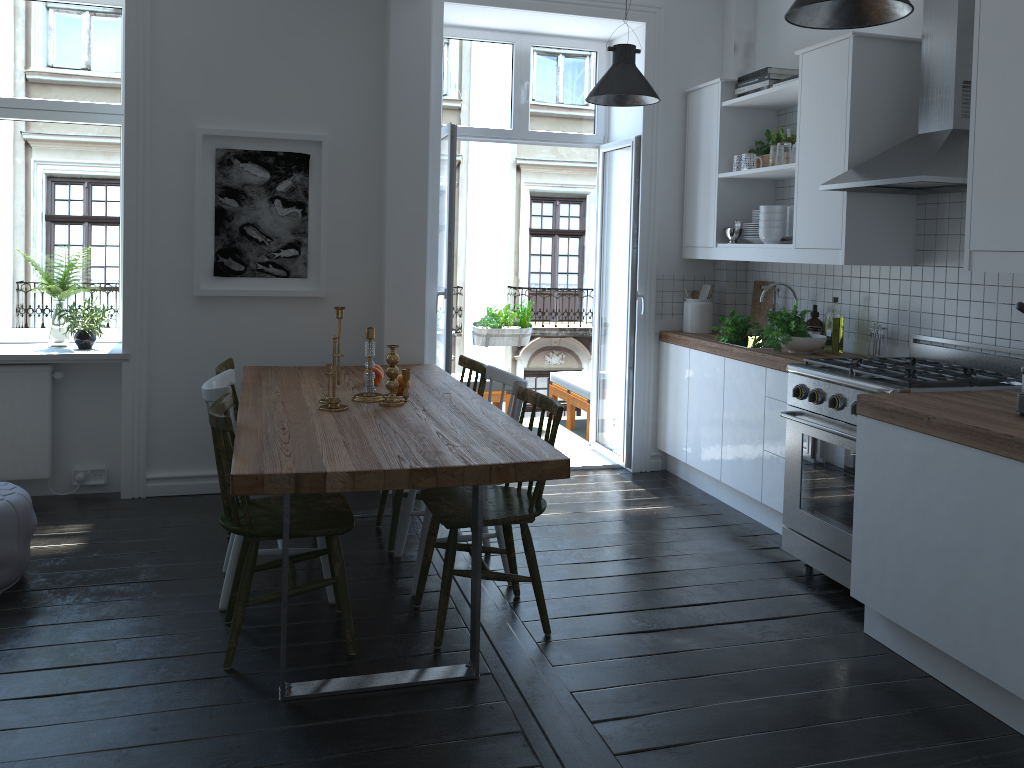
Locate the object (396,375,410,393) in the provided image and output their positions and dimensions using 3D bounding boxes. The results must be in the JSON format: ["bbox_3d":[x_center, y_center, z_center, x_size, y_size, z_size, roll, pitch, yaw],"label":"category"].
[{"bbox_3d":[-0.497,0.001,3.941,0.084,0.083,0.090,1,6,-4],"label":"object"}]

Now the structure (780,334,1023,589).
[{"bbox_3d":[1.599,0.336,3.657,0.722,1.014,0.706,0,5,-16],"label":"structure"}]

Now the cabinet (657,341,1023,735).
[{"bbox_3d":[1.480,0.375,4.046,0.729,0.807,3.219,1,8,-8],"label":"cabinet"}]

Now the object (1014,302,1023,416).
[{"bbox_3d":[1.711,-0.071,2.746,0.353,0.368,0.207,0,4,-16],"label":"object"}]

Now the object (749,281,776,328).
[{"bbox_3d":[1.494,-0.450,5.265,0.041,0.328,0.222,1,4,-16],"label":"object"}]

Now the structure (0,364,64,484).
[{"bbox_3d":[-2.858,0.218,4.459,1.064,0.625,0.073,-1,3,-16],"label":"structure"}]

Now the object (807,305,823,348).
[{"bbox_3d":[1.617,-0.309,4.709,0.085,0.229,0.085,4,4,39],"label":"object"}]

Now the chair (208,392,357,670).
[{"bbox_3d":[-0.795,0.471,3.034,0.485,0.822,0.471,0,4,-18],"label":"chair"}]

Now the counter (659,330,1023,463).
[{"bbox_3d":[1.433,-0.056,4.020,0.846,0.073,3.133,-1,9,-16],"label":"counter"}]

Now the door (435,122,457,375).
[{"bbox_3d":[-0.434,-0.511,5.272,0.105,2.015,0.589,1,3,-11],"label":"door"}]

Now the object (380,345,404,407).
[{"bbox_3d":[-0.494,-0.035,3.635,0.100,0.246,0.101,2,3,7],"label":"object"}]

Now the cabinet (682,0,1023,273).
[{"bbox_3d":[1.561,-0.348,3.704,0.780,2.352,3.830,1,7,-12],"label":"cabinet"}]

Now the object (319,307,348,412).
[{"bbox_3d":[-0.706,-0.101,3.503,0.114,0.408,0.114,3,3,36],"label":"object"}]

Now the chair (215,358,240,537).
[{"bbox_3d":[-1.084,0.319,3.962,0.485,0.823,0.471,0,4,-18],"label":"chair"}]

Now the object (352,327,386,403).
[{"bbox_3d":[-0.604,-0.085,3.739,0.141,0.309,0.141,3,4,26],"label":"object"}]

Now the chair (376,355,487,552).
[{"bbox_3d":[-0.368,0.305,4.167,0.485,0.822,0.471,0,4,-18],"label":"chair"}]

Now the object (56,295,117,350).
[{"bbox_3d":[-2.281,-0.334,4.728,0.284,0.293,0.288,0,6,-12],"label":"object"}]

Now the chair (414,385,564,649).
[{"bbox_3d":[-0.079,0.457,3.239,0.485,0.823,0.471,0,4,-18],"label":"chair"}]

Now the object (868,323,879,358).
[{"bbox_3d":[1.753,-0.209,4.257,0.059,0.172,0.059,1,3,-3],"label":"object"}]

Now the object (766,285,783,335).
[{"bbox_3d":[1.517,-0.413,5.077,0.098,0.316,0.098,1,3,-16],"label":"object"}]

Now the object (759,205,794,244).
[{"bbox_3d":[1.464,-0.851,4.706,0.309,0.215,0.151,-1,5,-18],"label":"object"}]

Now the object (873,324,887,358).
[{"bbox_3d":[1.750,-0.199,4.191,0.059,0.172,0.059,1,3,-3],"label":"object"}]

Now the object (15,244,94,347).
[{"bbox_3d":[-2.456,-0.482,4.789,0.394,0.563,0.329,5,5,37],"label":"object"}]

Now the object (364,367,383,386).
[{"bbox_3d":[-0.650,-0.035,4.127,0.091,0.087,0.084,2,5,10],"label":"object"}]

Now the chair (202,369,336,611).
[{"bbox_3d":[-0.964,0.388,3.485,0.509,0.838,0.470,0,4,-16],"label":"chair"}]

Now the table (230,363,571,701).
[{"bbox_3d":[-0.620,0.426,3.697,1.018,0.710,2.251,0,8,-16],"label":"table"}]

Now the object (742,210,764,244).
[{"bbox_3d":[1.451,-0.878,4.945,0.305,0.193,0.303,0,7,-15],"label":"object"}]

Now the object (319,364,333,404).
[{"bbox_3d":[-0.758,-0.003,3.652,0.080,0.159,0.080,4,4,31],"label":"object"}]

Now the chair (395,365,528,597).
[{"bbox_3d":[-0.199,0.372,3.715,0.509,0.838,0.470,0,4,-16],"label":"chair"}]

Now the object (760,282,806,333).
[{"bbox_3d":[1.507,-0.378,4.801,0.275,0.351,0.190,-2,5,-40],"label":"object"}]

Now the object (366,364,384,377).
[{"bbox_3d":[-0.656,-0.049,4.210,0.083,0.089,0.088,-1,6,-26],"label":"object"}]

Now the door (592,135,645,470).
[{"bbox_3d":[0.653,-0.533,5.586,0.105,2.015,0.589,1,3,-22],"label":"door"}]

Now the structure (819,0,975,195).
[{"bbox_3d":[1.722,-1.465,3.660,0.528,1.297,0.638,1,4,-16],"label":"structure"}]

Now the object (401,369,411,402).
[{"bbox_3d":[-0.448,0.007,3.719,0.049,0.138,0.049,1,3,-16],"label":"object"}]

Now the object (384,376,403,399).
[{"bbox_3d":[-0.508,0.000,3.833,0.102,0.113,0.103,-2,6,-30],"label":"object"}]
